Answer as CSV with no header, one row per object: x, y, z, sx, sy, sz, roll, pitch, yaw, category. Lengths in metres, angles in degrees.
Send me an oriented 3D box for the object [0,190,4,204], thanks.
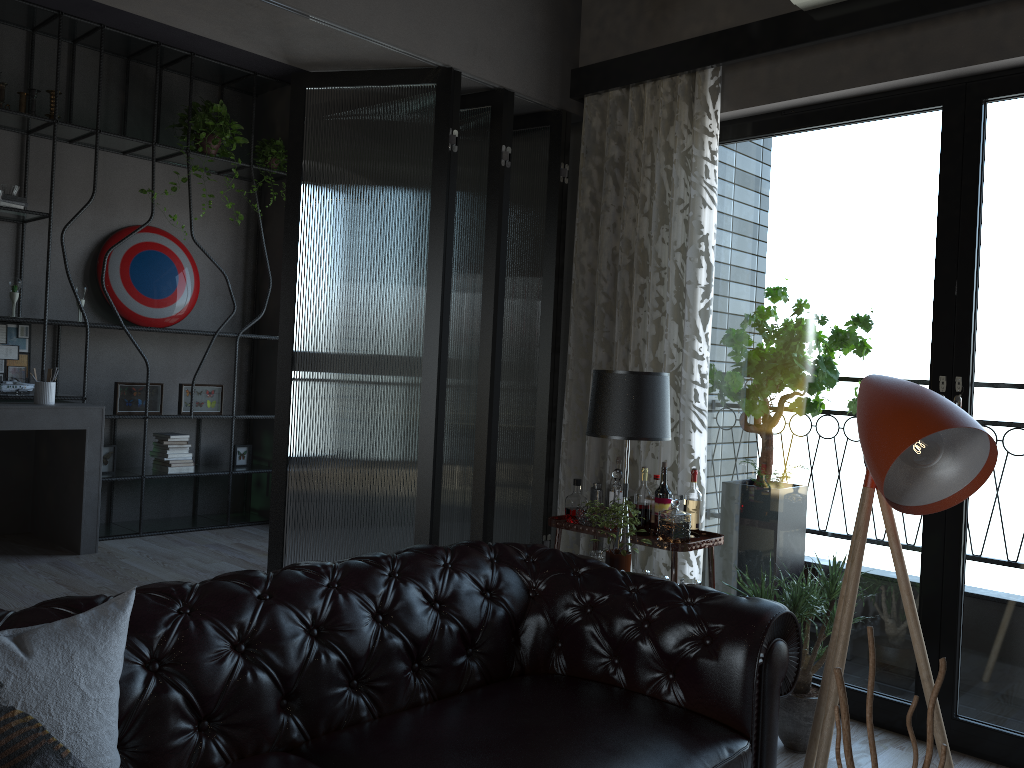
-3.065,-1.098,5.247,0.092,0.099,0.092,3,0,1,object

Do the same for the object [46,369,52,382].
-2.779,0.010,5.312,0.023,0.204,0.037,3,0,-7,object

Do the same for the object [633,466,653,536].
0.589,0.524,3.979,0.081,0.307,0.081,3,0,-7,object

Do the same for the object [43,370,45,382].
-2.798,0.000,5.302,0.009,0.167,0.061,3,0,-34,object

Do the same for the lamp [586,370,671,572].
0.448,0.366,3.483,0.333,0.832,0.333,3,0,-44,lamp

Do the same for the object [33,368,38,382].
-2.817,0.009,5.262,0.046,0.202,0.023,3,0,-10,object

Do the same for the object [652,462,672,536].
0.678,0.515,3.983,0.080,0.329,0.080,3,0,34,object

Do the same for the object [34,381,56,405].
-2.776,0.055,5.268,0.110,0.137,0.110,3,0,-36,object

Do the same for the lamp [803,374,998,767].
0.937,0.676,4.121,0.583,1.456,3.832,3,1,-4,lamp

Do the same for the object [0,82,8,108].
-3.150,-1.743,5.472,0.080,0.226,0.080,3,0,17,object

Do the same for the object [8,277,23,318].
-3.035,-0.528,5.403,0.113,0.246,0.113,3,0,-28,object

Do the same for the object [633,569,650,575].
0.588,0.922,4.093,0.095,0.119,0.095,3,0,-29,object

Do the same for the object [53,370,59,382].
-2.747,0.000,5.301,0.009,0.169,0.062,3,0,43,object

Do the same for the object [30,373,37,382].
-2.798,0.018,5.262,0.137,0.190,0.009,3,0,-43,object

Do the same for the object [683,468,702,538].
0.815,0.534,3.996,0.081,0.308,0.081,3,0,35,object

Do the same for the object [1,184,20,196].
-3.117,-1.198,5.509,0.103,0.068,0.103,3,1,36,object

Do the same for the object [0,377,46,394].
-3.084,0.006,5.525,0.379,0.111,0.351,3,1,-14,object

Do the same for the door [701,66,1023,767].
1.752,0.106,3.569,2.670,2.681,0.111,3,0,44,door

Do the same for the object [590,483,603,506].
0.408,0.574,4.316,0.052,0.182,0.135,3,0,-10,object

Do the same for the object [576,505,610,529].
0.414,0.619,4.114,0.245,0.092,0.151,3,0,-5,object

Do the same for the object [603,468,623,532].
0.469,0.524,3.975,0.114,0.292,0.114,3,0,-19,object

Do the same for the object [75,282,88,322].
-2.827,-0.534,5.807,0.113,0.270,0.113,3,0,32,object

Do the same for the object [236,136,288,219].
-1.810,-1.501,6.476,0.444,0.633,0.401,3,0,-28,object

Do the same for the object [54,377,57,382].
-2.750,0.034,5.278,0.068,0.159,0.009,3,0,-33,object

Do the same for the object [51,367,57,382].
-2.755,-0.008,5.311,0.052,0.185,0.009,3,0,-45,object

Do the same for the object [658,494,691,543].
0.694,0.576,3.781,0.101,0.211,0.101,3,0,-31,object

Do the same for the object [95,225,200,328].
-2.560,-0.760,6.282,0.185,0.739,0.750,3,0,44,object

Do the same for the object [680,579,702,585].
0.791,0.933,3.941,0.095,0.119,0.095,3,0,-29,object

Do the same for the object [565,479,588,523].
0.308,0.555,4.227,0.087,0.206,0.087,3,0,-21,object

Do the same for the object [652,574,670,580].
0.660,0.926,3.994,0.095,0.119,0.095,3,0,-29,object

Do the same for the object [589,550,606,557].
0.414,0.893,4.306,0.087,0.155,0.087,3,0,-34,object

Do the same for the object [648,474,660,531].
0.666,0.550,4.117,0.067,0.257,0.099,3,0,-41,object

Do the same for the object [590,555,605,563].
0.398,0.894,4.181,0.087,0.155,0.087,3,0,-34,object

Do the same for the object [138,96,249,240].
-2.185,-1.469,6.086,0.719,1.026,0.650,3,0,-28,object

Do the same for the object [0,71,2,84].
-3.081,-1.746,5.298,0.100,0.243,0.100,3,0,-37,object
